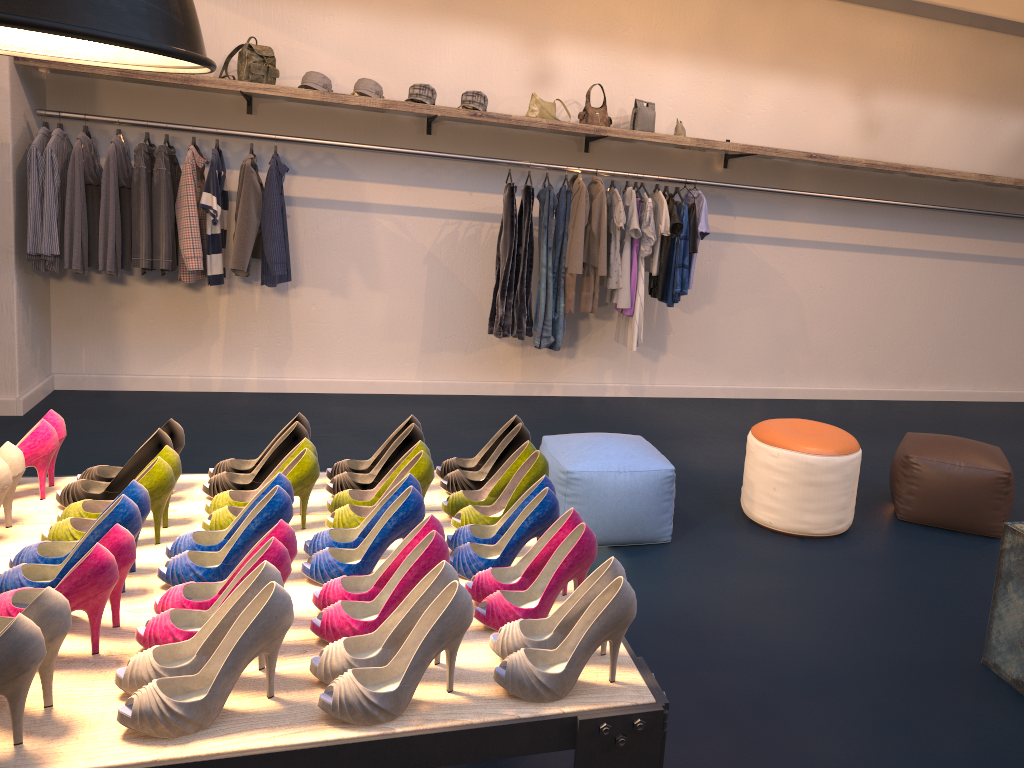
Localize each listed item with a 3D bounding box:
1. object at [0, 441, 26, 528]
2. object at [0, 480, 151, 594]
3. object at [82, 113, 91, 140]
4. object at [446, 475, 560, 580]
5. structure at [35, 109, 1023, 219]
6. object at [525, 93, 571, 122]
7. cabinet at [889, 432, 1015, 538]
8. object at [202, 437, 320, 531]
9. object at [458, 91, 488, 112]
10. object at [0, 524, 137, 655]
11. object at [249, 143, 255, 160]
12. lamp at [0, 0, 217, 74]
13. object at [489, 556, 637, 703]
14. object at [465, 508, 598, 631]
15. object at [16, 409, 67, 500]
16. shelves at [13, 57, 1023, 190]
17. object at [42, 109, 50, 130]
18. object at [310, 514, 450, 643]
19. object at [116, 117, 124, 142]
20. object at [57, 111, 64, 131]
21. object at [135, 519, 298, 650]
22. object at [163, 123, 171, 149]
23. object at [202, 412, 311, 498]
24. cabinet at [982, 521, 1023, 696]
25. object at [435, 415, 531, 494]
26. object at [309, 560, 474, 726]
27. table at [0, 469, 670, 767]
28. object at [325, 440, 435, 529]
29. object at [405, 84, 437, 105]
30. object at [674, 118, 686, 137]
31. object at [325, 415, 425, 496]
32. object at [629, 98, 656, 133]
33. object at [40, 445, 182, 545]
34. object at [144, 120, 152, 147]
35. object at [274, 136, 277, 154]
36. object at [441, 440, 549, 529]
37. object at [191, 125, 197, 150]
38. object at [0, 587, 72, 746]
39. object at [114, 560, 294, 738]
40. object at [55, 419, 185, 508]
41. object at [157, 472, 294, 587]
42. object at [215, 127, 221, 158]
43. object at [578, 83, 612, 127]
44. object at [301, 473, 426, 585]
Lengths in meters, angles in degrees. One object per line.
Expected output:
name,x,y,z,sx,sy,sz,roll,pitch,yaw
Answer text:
object,-1.156,0.224,1.782,0.254,0.193,0.194,2,12,-16
object,-0.830,0.291,1.646,0.254,0.193,0.194,2,12,-16
object,-2.389,-1.405,4.866,0.010,0.216,0.418,2,13,-12
object,-0.021,0.306,1.923,0.250,0.193,0.198,3,12,-9
structure,1.702,-1.422,6.288,9.165,0.038,0.037,1,12,-19
object,0.263,-1.844,5.823,0.217,0.171,0.391,11,14,27
cabinet,2.268,0.689,3.668,0.746,0.540,2.836,6,13,3
object,-0.574,0.232,1.996,0.257,0.193,0.192,1,12,-20
object,-0.250,-1.829,5.615,0.169,0.134,0.251,7,13,6
object,-0.779,0.342,1.456,0.250,0.193,0.198,3,12,-9
object,-1.548,-1.390,5.164,0.010,0.216,0.418,2,13,-12
lamp,-0.846,-1.388,1.359,0.747,1.626,0.662,0,11,-24
object,0.089,0.414,1.525,0.251,0.193,0.197,3,12,-11
object,0.039,0.359,1.730,0.256,0.193,0.193,1,12,-19
object,-1.185,0.165,2.013,0.256,0.193,0.193,1,12,-20
shelves,-1.621,-0.082,1.329,17.703,2.196,8.328,1,14,-18
object,-2.576,-1.406,4.797,0.010,0.216,0.418,2,13,-12
object,-0.245,0.355,1.627,0.254,0.193,0.194,2,12,-16
object,-2.228,-1.402,4.922,0.010,0.216,0.418,2,13,-12
object,-2.509,-1.405,4.821,0.010,0.216,0.418,2,13,-12
object,-0.516,0.349,1.538,0.252,0.193,0.197,3,12,-12
object,-1.990,-1.398,5.005,0.010,0.216,0.418,2,13,-12
object,-0.640,0.177,2.194,0.254,0.193,0.194,2,12,-16
cabinet,2.063,0.822,3.031,0.585,0.541,0.454,2,11,-16
object,-0.077,0.190,2.379,0.254,0.193,0.194,2,12,-16
object,-0.195,0.409,1.425,0.259,0.193,0.191,0,13,-24
table,-1.124,0.734,1.648,2.669,0.731,1.190,1,13,-18
object,-0.314,0.241,2.069,0.254,0.193,0.194,2,12,-16
object,-0.575,-1.834,5.501,0.169,0.134,0.251,7,13,6
object,1.198,-1.819,6.181,0.077,0.132,0.139,9,12,23
object,-0.358,0.186,2.277,0.254,0.193,0.194,2,12,-16
object,0.922,-1.875,6.098,0.073,0.227,0.299,11,13,34
object,-0.849,0.238,1.856,0.254,0.193,0.194,2,12,-16
object,-2.087,-1.399,4.970,0.010,0.216,0.418,2,13,-12
object,-1.420,-1.392,5.219,0.010,0.216,0.418,2,13,-12
object,-0.039,0.250,2.148,0.258,0.193,0.191,0,12,-23
object,-1.856,-1.400,5.064,0.010,0.216,0.418,2,13,-12
object,-0.777,0.397,1.229,0.249,0.193,0.199,3,12,-8
object,-0.477,0.398,1.353,0.261,0.193,0.189,-2,13,-29
object,-0.919,0.183,2.051,0.249,0.193,0.199,3,12,-8
object,-0.574,0.288,1.762,0.256,0.193,0.193,1,12,-19
object,-1.734,-1.398,5.108,0.010,0.216,0.418,2,13,-12
object,0.582,-1.916,5.975,0.319,0.296,0.095,-6,14,-43
object,-0.312,0.297,1.837,0.254,0.193,0.194,2,12,-16
